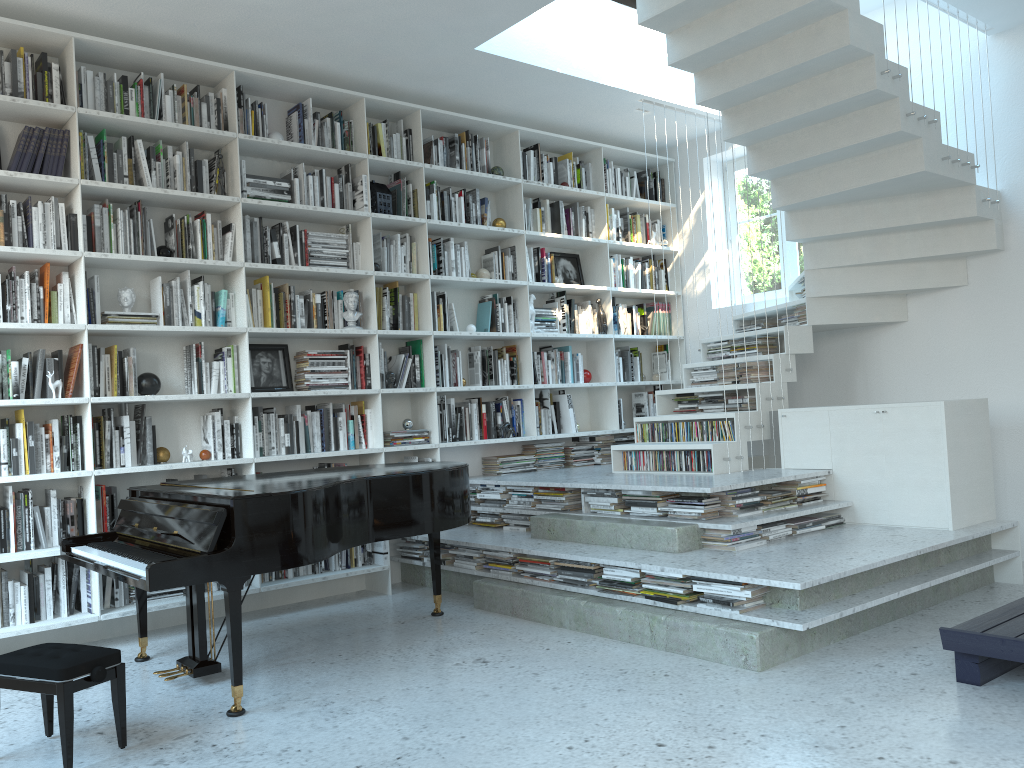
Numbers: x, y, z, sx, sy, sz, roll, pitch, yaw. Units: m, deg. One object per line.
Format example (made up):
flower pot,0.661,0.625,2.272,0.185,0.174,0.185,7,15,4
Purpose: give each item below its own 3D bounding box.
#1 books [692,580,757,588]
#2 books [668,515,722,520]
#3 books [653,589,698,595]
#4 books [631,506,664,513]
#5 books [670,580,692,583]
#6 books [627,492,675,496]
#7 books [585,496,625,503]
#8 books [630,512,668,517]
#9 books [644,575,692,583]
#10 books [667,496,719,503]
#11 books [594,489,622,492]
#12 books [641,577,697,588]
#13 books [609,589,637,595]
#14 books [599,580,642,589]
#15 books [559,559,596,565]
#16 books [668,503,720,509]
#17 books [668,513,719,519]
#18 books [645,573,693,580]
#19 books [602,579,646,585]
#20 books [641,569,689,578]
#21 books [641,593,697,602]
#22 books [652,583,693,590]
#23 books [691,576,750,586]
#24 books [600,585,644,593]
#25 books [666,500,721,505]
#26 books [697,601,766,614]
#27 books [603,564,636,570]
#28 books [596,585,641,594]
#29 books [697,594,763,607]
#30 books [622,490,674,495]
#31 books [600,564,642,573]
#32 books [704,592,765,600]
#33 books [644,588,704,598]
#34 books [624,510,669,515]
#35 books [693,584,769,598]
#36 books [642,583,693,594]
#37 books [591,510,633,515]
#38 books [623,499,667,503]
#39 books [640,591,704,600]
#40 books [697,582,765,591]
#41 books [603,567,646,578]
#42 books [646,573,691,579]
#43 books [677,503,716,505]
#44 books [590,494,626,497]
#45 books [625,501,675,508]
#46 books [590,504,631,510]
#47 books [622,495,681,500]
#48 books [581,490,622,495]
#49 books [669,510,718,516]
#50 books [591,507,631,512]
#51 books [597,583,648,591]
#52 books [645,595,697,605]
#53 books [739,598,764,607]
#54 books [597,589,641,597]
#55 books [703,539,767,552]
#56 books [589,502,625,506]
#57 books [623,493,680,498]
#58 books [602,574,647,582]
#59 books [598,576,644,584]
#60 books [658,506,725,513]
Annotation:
books,0.943,0.851,3.842,0.176,0.010,0.266,-1,-3,-43
books,0.958,0.693,4.645,0.144,0.009,0.250,-2,-3,-39
books,0.771,0.941,4.089,0.154,0.014,0.196,-2,-3,-39
books,0.774,0.677,4.853,0.155,0.028,0.189,-2,-3,-38
books,0.771,0.891,4.092,0.133,0.009,0.210,-2,-3,-35
books,0.761,0.598,4.848,0.170,0.008,0.208,-2,-3,-36
books,0.569,0.655,5.083,0.174,0.029,0.250,-1,-3,-41
books,0.774,0.708,4.851,0.142,0.020,0.231,-2,-2,-34
books,0.759,0.884,4.083,0.175,0.006,0.251,-2,-3,-39
books,0.948,0.603,4.643,0.149,0.014,0.228,-1,-3,-41
books,0.579,0.602,5.095,0.134,0.014,0.181,-2,-2,-34
books,0.754,0.903,4.078,0.168,0.013,0.281,-1,-3,-44
books,0.578,0.995,4.317,0.147,0.008,0.236,-2,-2,-34
books,0.565,0.963,4.308,0.189,0.013,0.215,-1,-3,-41
books,0.380,0.901,4.557,0.160,0.008,0.239,-2,-3,-38
books,0.956,0.635,4.647,0.137,0.012,0.242,-2,-3,-38
books,0.946,0.682,4.635,0.161,0.014,0.212,-2,-3,-35
books,0.768,0.877,4.091,0.133,0.008,0.284,-1,-3,-43
books,0.582,0.951,4.324,0.145,0.010,0.266,-2,-3,-40
books,0.750,0.856,4.078,0.182,0.016,0.257,-2,-3,-36
books,0.759,0.964,4.078,0.178,0.009,0.277,-1,-3,-41
books,0.764,0.917,4.084,0.150,0.004,0.290,-2,-3,-35
books,0.937,0.839,3.837,0.192,0.014,0.256,-1,-3,-43
books,0.575,0.981,4.316,0.159,0.009,0.275,-2,-3,-36
books,0.951,0.614,4.644,0.132,0.009,0.269,-2,-3,-35
books,0.950,0.957,3.840,0.184,0.017,0.230,-2,-3,-37
books,0.572,0.875,4.321,0.157,0.014,0.215,-2,-3,-37
books,0.574,0.988,4.314,0.171,0.005,0.297,-2,-3,-40
books,0.943,0.925,3.837,0.187,0.017,0.206,-2,-2,-34
books,0.749,0.584,4.839,0.189,0.022,0.238,-2,-2,-34
books,0.573,0.888,4.321,0.139,0.013,0.288,-2,-2,-34
books,0.967,0.906,3.857,0.137,0.019,0.224,-2,-3,-38
books,0.765,0.951,4.083,0.170,0.006,0.268,-2,-3,-39
books,0.770,0.694,4.849,0.154,0.007,0.292,-2,-3,-36
books,0.950,0.884,3.845,0.156,0.027,0.287,-1,-3,-44
books,0.754,0.927,4.076,0.191,0.015,0.246,-2,-3,-38
books,0.585,0.729,5.090,0.132,0.016,0.262,-2,-2,-34
books,0.760,0.632,4.845,0.187,0.009,0.250,-2,-3,-39
books,0.754,0.957,4.074,0.191,0.006,0.275,-2,-3,-37
books,0.949,0.863,3.846,0.164,0.015,0.243,-2,-3,-35
books,0.576,0.909,4.321,0.141,0.028,0.222,-1,-3,-44
books,0.751,0.869,4.078,0.178,0.010,0.196,-2,-2,-34
books,0.972,0.623,4.661,0.091,0.011,0.190,-1,-3,-41
books,0.576,0.632,5.090,0.145,0.017,0.208,-1,-3,-44
books,0.765,0.649,4.848,0.177,0.026,0.230,-2,-3,-39
books,0.577,0.696,5.086,0.167,0.024,0.192,-2,-3,-38
books,0.761,0.616,4.847,0.168,0.013,0.281,-1,-3,-42
books,0.557,0.617,5.076,0.192,0.014,0.256,-1,-3,-43
books,0.949,0.668,4.639,0.152,0.015,0.208,-1,-3,-42
books,0.591,0.714,5.097,0.136,0.013,0.258,-2,-3,-39
books,0.570,0.973,4.312,0.180,0.008,0.267,-2,-3,-40
books,0.752,0.977,4.071,0.191,0.016,0.209,-2,-2,-34
books,0.972,0.940,3.859,0.132,0.014,0.205,-2,-3,-39
books,0.563,1.002,4.304,0.193,0.005,0.225,-1,-3,-43
books,1.120,0.805,4.460,0.262,0.023,0.200,-1,-3,-41
books,0.567,0.677,5.079,0.177,0.015,0.187,-2,-2,-34
books,0.761,0.606,4.848,0.171,0.007,0.260,-1,-3,-41
books,0.566,0.931,4.312,0.180,0.017,0.183,-1,-3,-42
books,0.568,0.943,4.313,0.171,0.007,0.260,-2,-3,-36
books,0.938,0.649,4.631,0.184,0.014,0.297,-2,-3,-40
